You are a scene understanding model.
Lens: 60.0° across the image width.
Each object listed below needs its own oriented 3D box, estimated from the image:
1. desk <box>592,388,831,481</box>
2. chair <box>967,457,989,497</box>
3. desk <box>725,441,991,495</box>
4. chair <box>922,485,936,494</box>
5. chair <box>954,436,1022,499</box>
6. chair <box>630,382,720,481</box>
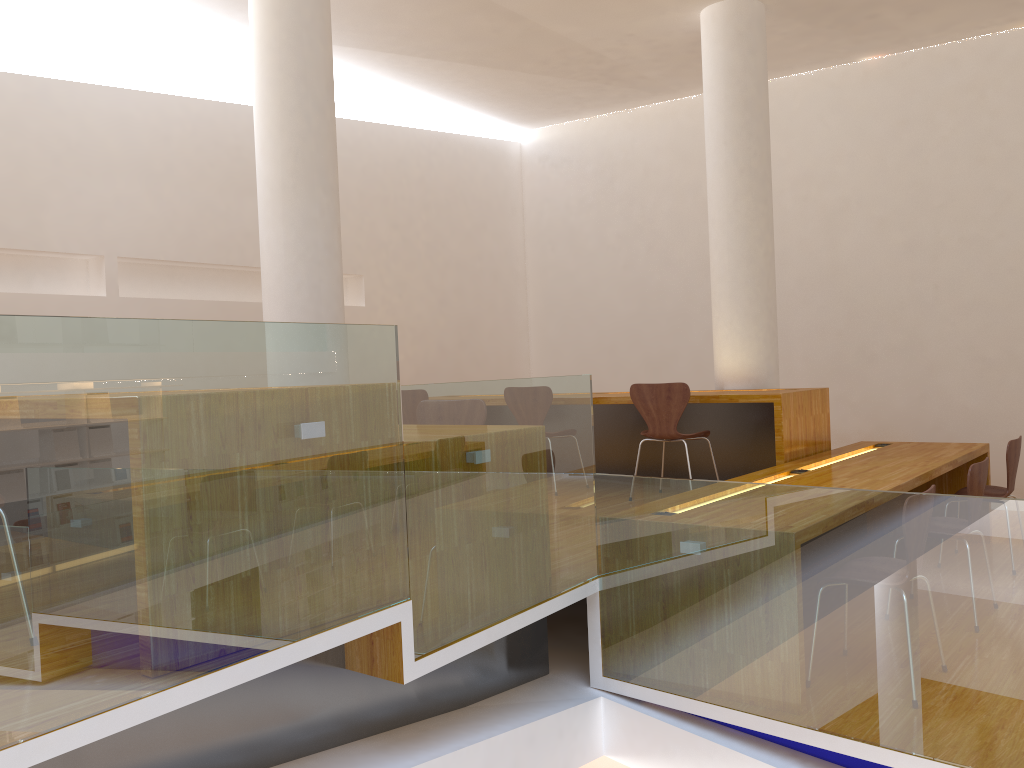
[{"bbox_3d":[0.488,0.377,6.172,3.185,0.606,0.760,-2,1,38],"label":"desk"},{"bbox_3d":[1.918,0.682,3.972,0.381,0.693,0.428,-2,1,38],"label":"chair"},{"bbox_3d":[1.638,0.735,4.402,0.760,0.606,3.185,-2,1,38],"label":"desk"},{"bbox_3d":[1.315,0.720,3.212,0.381,0.693,0.428,-2,1,38],"label":"chair"},{"bbox_3d":[2.583,0.639,4.872,0.381,0.693,0.428,-2,1,38],"label":"chair"},{"bbox_3d":[0.963,0.333,5.250,0.428,0.693,0.381,-2,1,38],"label":"chair"}]
